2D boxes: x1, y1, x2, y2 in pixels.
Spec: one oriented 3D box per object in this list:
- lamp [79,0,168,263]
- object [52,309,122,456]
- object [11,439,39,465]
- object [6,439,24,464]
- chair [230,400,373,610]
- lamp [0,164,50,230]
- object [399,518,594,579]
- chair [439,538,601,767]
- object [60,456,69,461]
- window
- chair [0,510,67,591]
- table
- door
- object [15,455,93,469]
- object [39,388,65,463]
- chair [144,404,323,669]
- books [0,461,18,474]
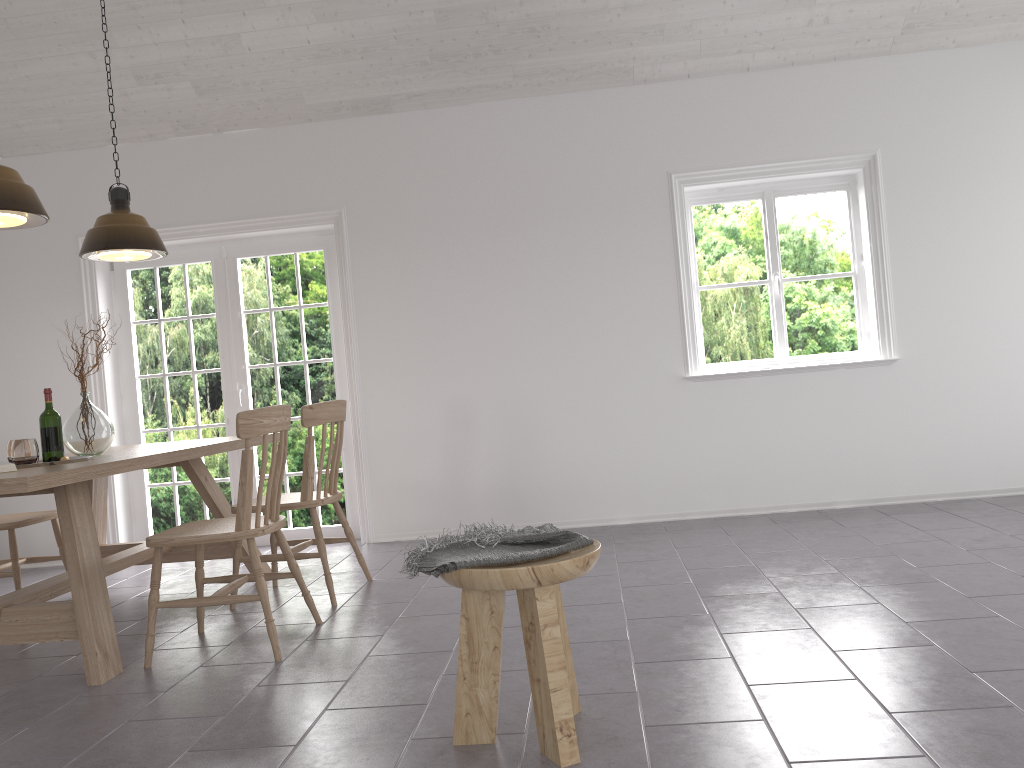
[{"bbox_3d":[-2.011,-1.521,4.428,0.410,1.796,0.410,-5,0,40],"label":"lamp"},{"bbox_3d":[-1.864,-0.014,3.950,0.291,0.666,0.313,-5,0,-33],"label":"object"},{"bbox_3d":[-1.889,0.268,3.441,0.095,0.106,0.095,-5,0,34],"label":"object"},{"bbox_3d":[-1.987,0.277,3.583,0.095,0.106,0.095,-5,0,34],"label":"object"},{"bbox_3d":[-1.023,0.545,4.186,0.519,0.902,0.506,-5,0,10],"label":"chair"},{"bbox_3d":[-2.126,-1.867,3.430,0.410,2.502,0.410,-5,0,10],"label":"lamp"},{"bbox_3d":[-0.042,0.417,2.302,0.462,0.120,0.348,-5,0,-25],"label":"object"},{"bbox_3d":[0.032,0.663,2.259,0.431,0.479,0.431,-5,0,21],"label":"chair"},{"bbox_3d":[-1.780,0.300,3.530,0.024,0.024,0.046,-5,0,-15],"label":"object"},{"bbox_3d":[1.626,-0.656,5.456,1.055,1.168,0.120,-5,0,5],"label":"window"},{"bbox_3d":[-2.561,0.680,4.399,0.519,0.902,0.506,-5,0,5],"label":"chair"},{"bbox_3d":[-1.861,0.695,3.918,1.001,0.749,2.300,-5,0,5],"label":"table"},{"bbox_3d":[-1.797,0.075,5.769,1.571,2.024,0.115,-5,0,5],"label":"door"},{"bbox_3d":[-1.884,0.316,3.537,0.394,0.014,0.394,-5,0,-41],"label":"object"},{"bbox_3d":[-1.878,0.168,3.610,0.081,0.303,0.081,-5,0,-28],"label":"object"},{"bbox_3d":[-1.089,0.549,3.397,0.519,0.902,0.506,-5,0,5],"label":"chair"},{"bbox_3d":[-1.938,0.307,3.125,0.342,0.040,0.231,-5,0,37],"label":"books"}]
